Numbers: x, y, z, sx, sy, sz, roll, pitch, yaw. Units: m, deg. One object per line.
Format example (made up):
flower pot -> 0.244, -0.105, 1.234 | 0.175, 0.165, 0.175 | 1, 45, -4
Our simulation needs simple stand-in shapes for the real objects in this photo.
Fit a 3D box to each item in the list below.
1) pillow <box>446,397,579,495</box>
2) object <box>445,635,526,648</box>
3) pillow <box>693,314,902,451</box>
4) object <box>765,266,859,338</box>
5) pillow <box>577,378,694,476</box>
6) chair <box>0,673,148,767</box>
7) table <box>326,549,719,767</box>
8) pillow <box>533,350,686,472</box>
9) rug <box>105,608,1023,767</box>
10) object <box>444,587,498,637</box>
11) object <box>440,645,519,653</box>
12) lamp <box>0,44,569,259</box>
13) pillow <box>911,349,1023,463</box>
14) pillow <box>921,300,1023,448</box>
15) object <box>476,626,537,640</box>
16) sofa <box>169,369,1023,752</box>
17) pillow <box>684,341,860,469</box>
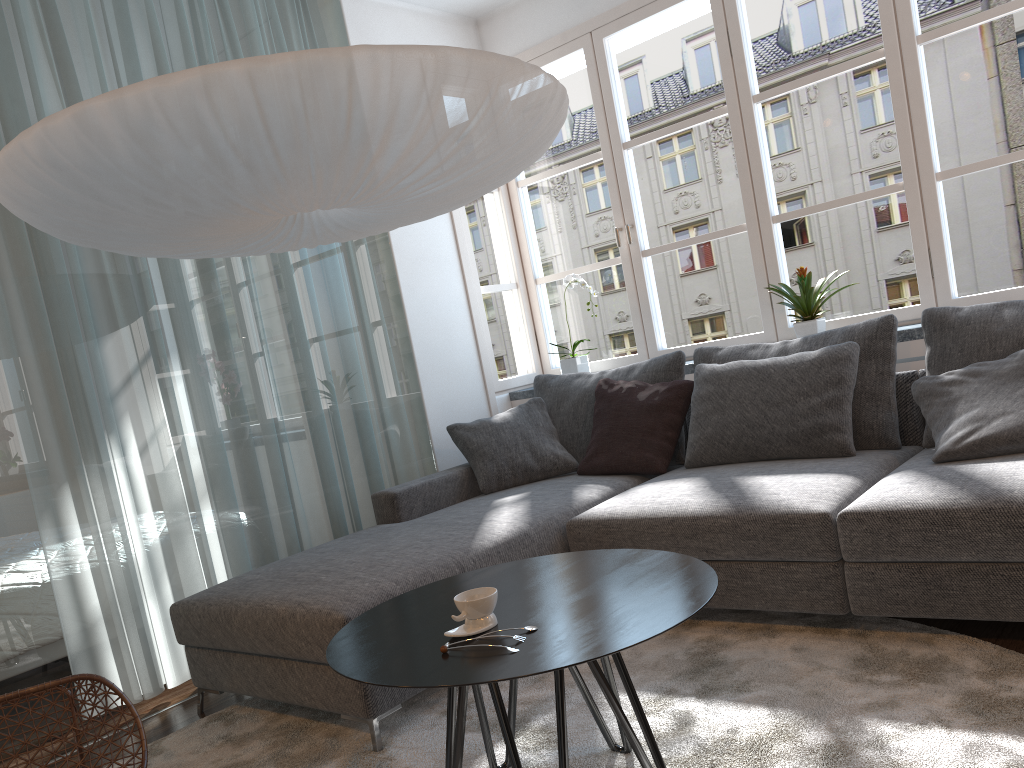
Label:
pillow -> -0.004, 0.274, 3.972 | 0.514, 0.362, 0.345 | -12, 4, -10
object -> -0.054, 0.494, 1.703 | 0.164, 0.016, 0.025 | -11, 3, 16
pillow -> 1.067, 0.041, 3.433 | 0.843, 0.478, 0.274 | -9, 5, 41
object -> 1.274, -0.342, 3.748 | 0.377, 0.330, 0.319 | -10, 4, 16
pillow -> 0.504, 0.169, 3.714 | 0.523, 0.406, 0.307 | -8, 5, 43
chair -> -1.149, 0.825, 1.779 | 0.682, 0.714, 0.717 | -12, 4, -17
table -> 0.064, 0.712, 1.945 | 0.851, 0.476, 0.838 | -8, 4, 43
pillow -> 0.406, 0.154, 3.995 | 0.840, 0.481, 0.272 | -9, 5, 41
rug -> -0.050, 0.970, 1.982 | 2.849, 0.012, 2.811 | -10, 2, 21
object -> -0.087, 0.469, 1.806 | 0.138, 0.069, 0.092 | -13, 4, -37
object -> -0.064, 0.498, 1.662 | 0.168, 0.015, 0.014 | -10, 4, 28
lamp -> -0.557, -0.524, 2.383 | 1.464, 0.211, 1.467 | -12, 2, -13
pillow -> 1.516, 0.039, 2.733 | 0.494, 0.323, 0.440 | -10, 4, 22
pillow -> 1.748, -0.070, 2.827 | 0.840, 0.480, 0.272 | -9, 5, 41
object -> -0.011, 0.487, 1.740 | 0.124, 0.010, 0.026 | -11, 2, 7
sofa -> 0.614, 0.476, 2.778 | 3.082, 0.676, 2.019 | -9, 3, 41
pillow -> 0.971, 0.090, 3.339 | 0.670, 0.400, 0.289 | -9, 5, 41
